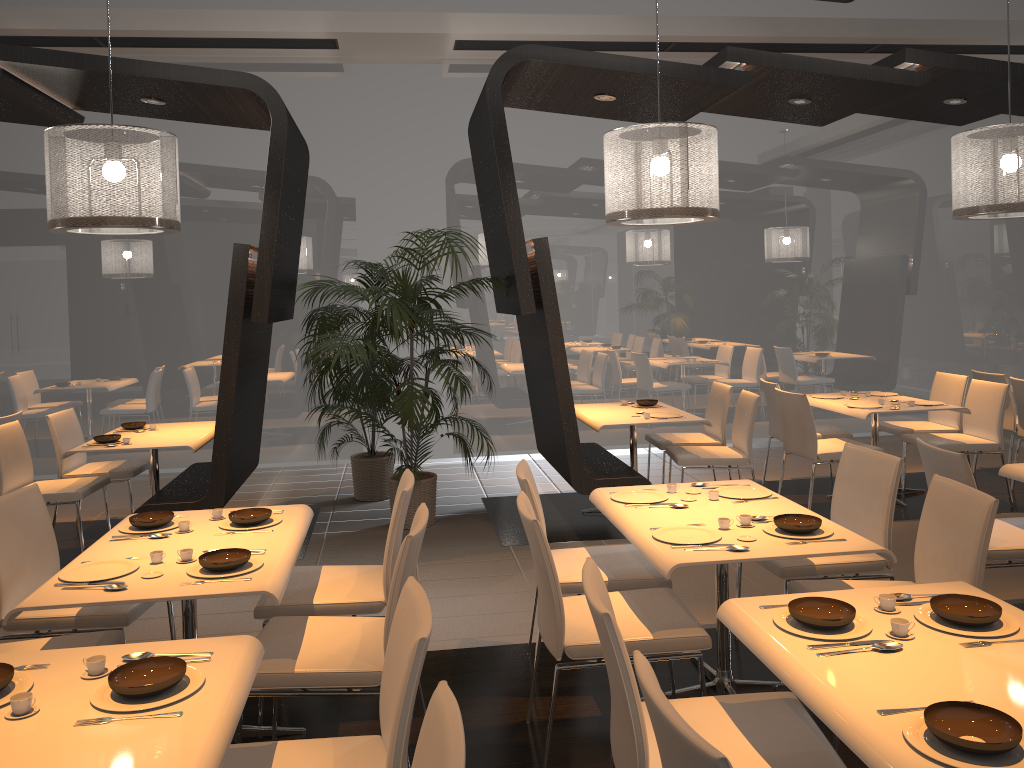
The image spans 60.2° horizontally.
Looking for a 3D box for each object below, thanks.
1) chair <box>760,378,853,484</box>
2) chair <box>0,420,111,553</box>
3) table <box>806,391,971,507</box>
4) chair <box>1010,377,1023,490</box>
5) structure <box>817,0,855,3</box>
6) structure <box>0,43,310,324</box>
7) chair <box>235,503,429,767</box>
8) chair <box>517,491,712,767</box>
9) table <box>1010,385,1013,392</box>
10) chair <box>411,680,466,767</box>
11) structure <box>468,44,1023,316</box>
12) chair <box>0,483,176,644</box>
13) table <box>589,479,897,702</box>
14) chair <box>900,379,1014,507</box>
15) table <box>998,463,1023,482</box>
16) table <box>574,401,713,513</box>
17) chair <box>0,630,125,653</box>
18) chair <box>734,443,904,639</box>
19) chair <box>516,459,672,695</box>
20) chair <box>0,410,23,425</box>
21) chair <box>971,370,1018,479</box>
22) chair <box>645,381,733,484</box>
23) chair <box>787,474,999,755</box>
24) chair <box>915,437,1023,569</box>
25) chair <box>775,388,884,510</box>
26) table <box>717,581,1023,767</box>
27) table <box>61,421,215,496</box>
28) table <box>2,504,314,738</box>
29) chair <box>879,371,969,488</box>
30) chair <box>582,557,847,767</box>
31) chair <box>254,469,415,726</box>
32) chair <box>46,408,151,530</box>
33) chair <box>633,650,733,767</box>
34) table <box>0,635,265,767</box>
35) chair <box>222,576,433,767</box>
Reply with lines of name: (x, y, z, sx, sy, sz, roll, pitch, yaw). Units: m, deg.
chair: (2.317, 0.398, 7.028, 0.605, 0.868, 0.485, -2, 2, 0)
chair: (-2.974, 0.684, 5.668, 0.605, 0.868, 0.485, -2, 2, -5)
table: (2.771, 0.488, 6.743, 0.800, 0.724, 1.151, -2, 4, -7)
chair: (4.124, 0.390, 6.601, 0.605, 0.872, 0.485, -2, 2, -5)
structure: (0.892, -1.034, 2.675, 10.663, 1.733, 2.912, -2, 5, -7)
structure: (-4.398, -1.182, 5.751, 5.934, 1.725, 1.406, -2, 3, -7)
chair: (-0.572, 0.885, 2.945, 0.605, 0.868, 0.485, -2, 2, 0)
chair: (0.334, 0.842, 3.114, 0.605, 0.868, 0.485, -2, 2, -5)
table: (4.657, 0.410, 6.985, 0.800, 0.724, 1.151, -2, 4, -7)
chair: (-0.367, 1.029, 1.452, 0.605, 0.872, 0.485, -2, 2, -5)
structure: (2.699, -1.478, 6.685, 5.934, 1.725, 1.406, -2, 3, -7)
chair: (-1.715, 0.863, 3.499, 0.605, 0.868, 0.485, -2, 2, 0)
table: (0.825, 0.869, 3.462, 0.800, 0.724, 1.151, -2, 4, -7)
chair: (3.260, 0.425, 6.478, 0.605, 0.868, 0.485, -2, 2, -5)
table: (2.934, 0.781, 3.744, 1.053, 0.724, 1.151, -2, 4, -7)
table: (0.897, 0.565, 6.508, 0.800, 0.724, 1.151, -2, 4, -7)
chair: (-1.614, 0.928, 2.814, 0.605, 0.868, 0.485, -2, 2, -10)
chair: (1.345, 0.738, 3.873, 0.605, 0.868, 0.485, -2, 2, -10)
chair: (0.331, 0.781, 3.732, 0.605, 0.868, 0.485, -2, 2, 0)
chair: (-3.797, 0.658, 6.190, 0.605, 0.872, 0.485, -2, 2, -5)
chair: (4.164, 0.323, 7.247, 0.605, 0.868, 0.485, -2, 2, -5)
chair: (1.383, 0.444, 6.853, 0.605, 0.872, 0.485, -2, 2, -5)
chair: (1.365, 0.808, 3.178, 0.605, 0.872, 0.485, -2, 2, 0)
chair: (2.206, 0.701, 3.997, 0.605, 0.868, 0.485, -2, 2, 0)
chair: (2.247, 0.471, 6.330, 0.605, 0.872, 0.485, -2, 2, -10)
table: (1.057, 1.009, 1.987, 0.800, 0.724, 1.151, -2, 4, -7)
table: (-2.440, 0.706, 6.051, 0.800, 0.724, 1.151, -2, 4, -7)
table: (-1.170, 0.951, 3.218, 0.800, 0.724, 1.151, -2, 4, -7)
chair: (3.300, 0.362, 7.124, 0.605, 0.872, 0.485, -2, 2, -5)
chair: (0.494, 0.924, 2.237, 0.605, 0.868, 0.485, -2, 2, 0)
chair: (-0.684, 0.827, 3.563, 0.605, 0.868, 0.485, -2, 2, -5)
chair: (-2.933, 0.619, 6.313, 0.605, 0.868, 0.485, -2, 2, -5)
chair: (0.566, 0.981, 1.641, 0.605, 0.868, 0.485, -2, 2, -10)
table: (-0.966, 1.092, 1.726, 0.800, 0.724, 1.151, -2, 4, -7)
chair: (-0.480, 0.971, 2.070, 0.605, 0.872, 0.485, -2, 2, -10)
